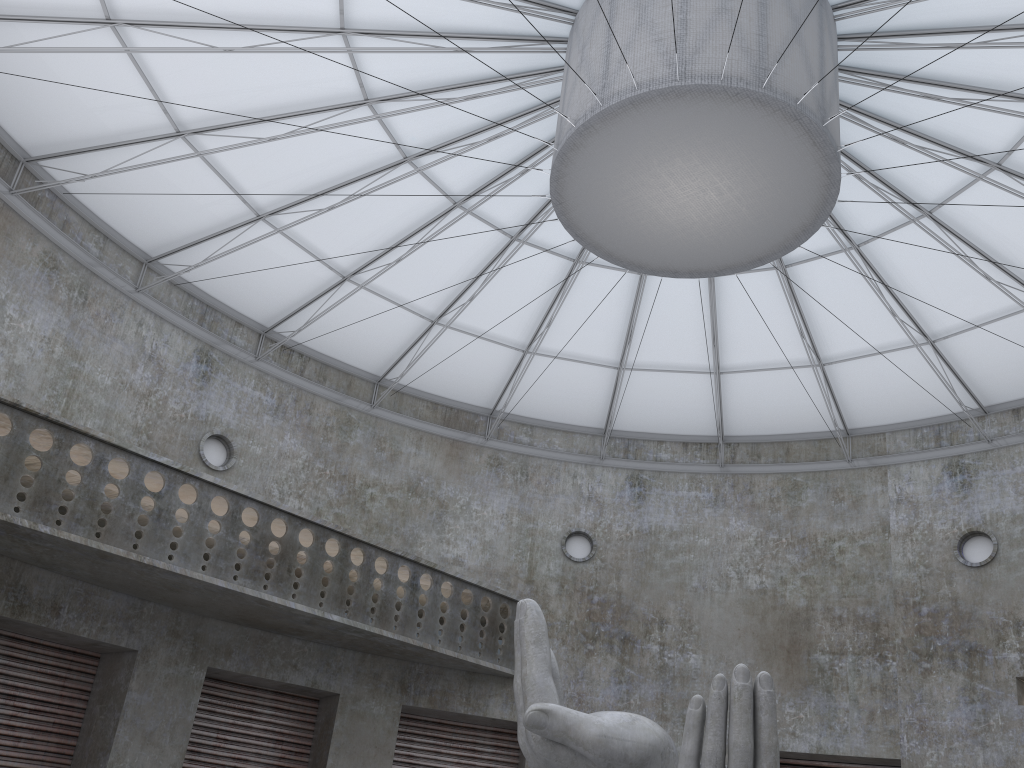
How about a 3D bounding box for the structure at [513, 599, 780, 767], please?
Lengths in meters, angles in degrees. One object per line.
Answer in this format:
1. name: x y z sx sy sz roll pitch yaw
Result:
1. structure: 4.313 6.238 14.576 10.708 5.598 15.964 6 -26 3
